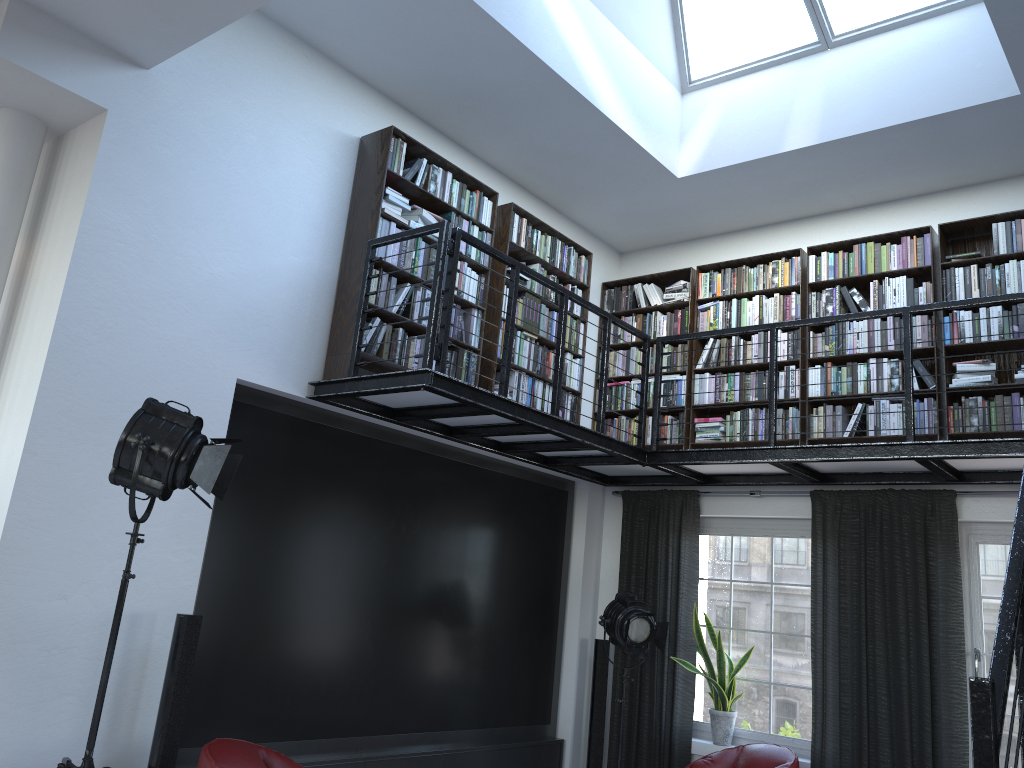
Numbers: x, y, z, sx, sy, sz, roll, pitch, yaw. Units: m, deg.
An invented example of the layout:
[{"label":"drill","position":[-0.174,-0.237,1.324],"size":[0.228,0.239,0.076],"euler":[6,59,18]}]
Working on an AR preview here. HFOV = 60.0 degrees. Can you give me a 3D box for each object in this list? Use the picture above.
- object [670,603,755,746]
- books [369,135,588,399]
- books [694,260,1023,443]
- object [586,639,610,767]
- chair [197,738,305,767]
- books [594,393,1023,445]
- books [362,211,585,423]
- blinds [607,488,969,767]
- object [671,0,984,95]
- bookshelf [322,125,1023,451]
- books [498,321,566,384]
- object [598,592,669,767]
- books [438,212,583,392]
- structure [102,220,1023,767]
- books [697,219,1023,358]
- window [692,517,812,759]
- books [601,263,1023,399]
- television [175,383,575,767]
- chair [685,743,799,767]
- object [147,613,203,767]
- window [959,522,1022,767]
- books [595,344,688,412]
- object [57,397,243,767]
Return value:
[{"label":"object","position":[1.340,2.056,6.331],"size":[0.523,0.949,0.551],"euler":[18,-20,-38]},{"label":"books","position":[-0.219,-0.598,6.125],"size":[0.314,1.437,2.190],"euler":[-7,-19,39]},{"label":"books","position":[2.803,-0.189,5.902],"size":[3.384,1.133,0.238],"euler":[-6,-19,38]},{"label":"object","position":[0.623,2.559,6.664],"size":[0.157,1.233,0.156],"euler":[16,-19,-33]},{"label":"chair","position":[-0.990,1.968,3.851],"size":[0.830,0.718,0.822],"euler":[1,-16,19]},{"label":"books","position":[2.204,-0.431,5.817],"size":[4.424,1.443,1.276],"euler":[-6,-19,40]},{"label":"books","position":[1.429,-0.741,4.848],"size":[4.368,1.423,2.188],"euler":[-6,-18,38]},{"label":"blinds","position":[1.746,1.910,6.105],"size":[2.502,2.410,0.124],"euler":[-6,-20,38]},{"label":"object","position":[1.838,-2.717,5.699],"size":[2.216,0.640,1.176],"euler":[-6,-18,38]},{"label":"bookshelf","position":[1.670,-0.574,5.133],"size":[4.466,1.632,3.065],"euler":[-6,-18,38]},{"label":"books","position":[1.775,-0.611,5.234],"size":[4.374,1.418,1.161],"euler":[-6,-19,38]},{"label":"object","position":[1.792,2.229,5.623],"size":[2.905,1.594,0.746],"euler":[-1,-17,23]},{"label":"books","position":[1.595,-0.538,5.041],"size":[4.326,1.151,1.586],"euler":[-5,-18,38]},{"label":"structure","position":[1.036,0.849,4.114],"size":[4.478,3.388,4.580],"euler":[-6,-19,38]},{"label":"books","position":[2.547,-0.583,6.253],"size":[2.631,0.836,0.212],"euler":[-6,-19,38]},{"label":"window","position":[1.733,1.783,6.448],"size":[1.164,1.621,0.132],"euler":[-7,-20,38]},{"label":"books","position":[2.514,-0.299,6.159],"size":[4.431,1.410,0.240],"euler":[-6,-19,39]},{"label":"television","position":[-0.618,1.559,5.678],"size":[0.116,2.451,3.327],"euler":[-7,-19,38]},{"label":"chair","position":[1.357,2.617,5.518],"size":[0.830,0.718,0.822],"euler":[5,-15,1]},{"label":"object","position":[-1.597,1.679,4.021],"size":[0.157,1.233,0.156],"euler":[0,-17,20]},{"label":"window","position":[3.297,1.630,5.209],"size":[1.164,1.621,0.132],"euler":[-7,-20,38]},{"label":"books","position":[2.518,-0.309,6.165],"size":[4.426,1.426,0.225],"euler":[-6,-19,38]},{"label":"object","position":[-1.460,0.841,3.537],"size":[0.544,1.594,0.605],"euler":[7,-16,-6]}]
